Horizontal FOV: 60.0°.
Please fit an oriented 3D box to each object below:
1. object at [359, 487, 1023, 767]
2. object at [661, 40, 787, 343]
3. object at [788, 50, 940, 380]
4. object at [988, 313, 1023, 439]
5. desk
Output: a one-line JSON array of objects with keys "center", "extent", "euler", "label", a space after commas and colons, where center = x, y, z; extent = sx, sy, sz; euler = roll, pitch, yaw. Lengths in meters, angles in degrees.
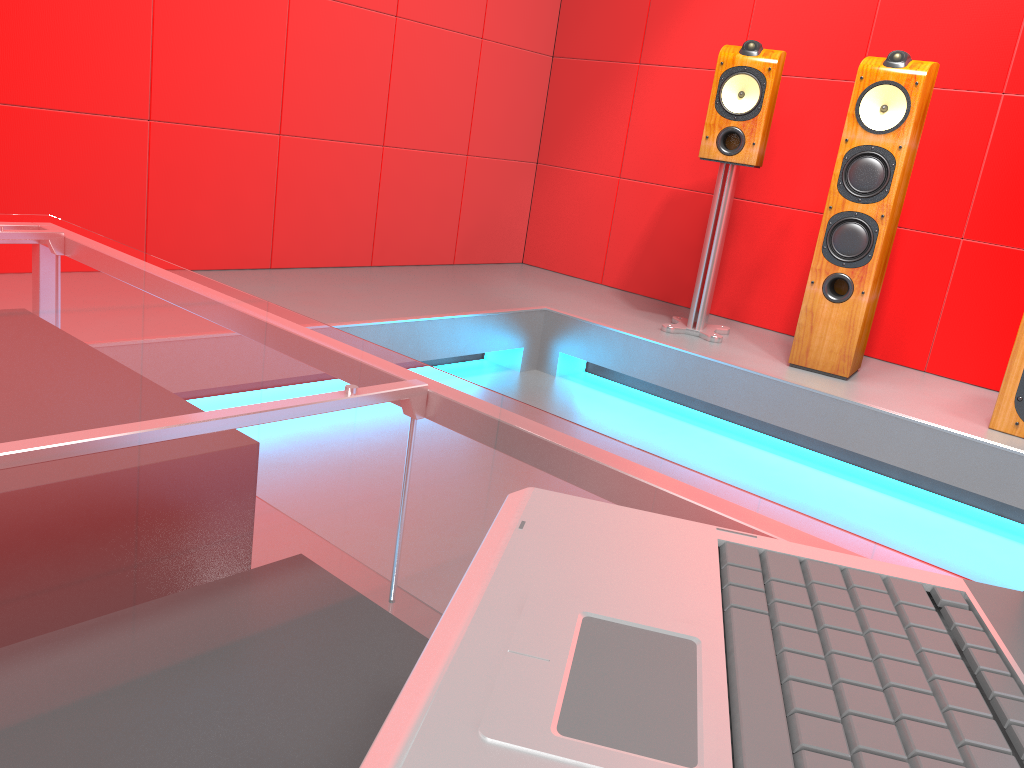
[{"center": [0.149, 0.010, 0.262], "extent": [0.340, 0.285, 0.342], "euler": [11, 16, 9], "label": "object"}, {"center": [0.785, -0.704, 3.280], "extent": [0.231, 1.058, 0.265], "euler": [14, 17, 18], "label": "object"}, {"center": [1.169, -0.554, 2.968], "extent": [0.203, 1.052, 0.238], "euler": [17, 18, 28], "label": "object"}, {"center": [1.683, -0.008, 2.602], "extent": [0.360, 0.360, 0.360], "euler": [21, 20, 37], "label": "object"}, {"center": [-0.305, 0.342, 0.653], "extent": [1.617, 0.690, 0.594], "euler": [21, 20, 37], "label": "desk"}]
